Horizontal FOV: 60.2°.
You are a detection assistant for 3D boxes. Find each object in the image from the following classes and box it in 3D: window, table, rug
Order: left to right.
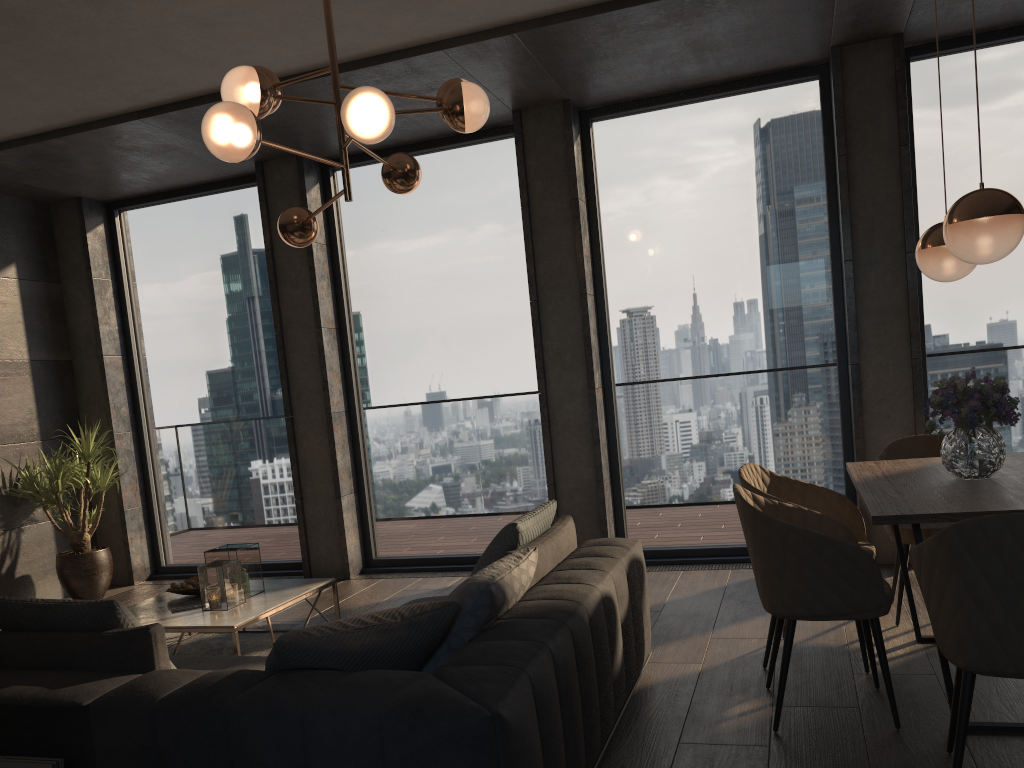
[{"bbox_3d":[-1.533,1.273,4.568,0.932,0.311,0.924,-5,0,18],"label":"table"},{"bbox_3d":[-1.186,1.399,4.222,3.149,0.020,1.718,-6,0,18],"label":"rug"},{"bbox_3d":[0.409,-0.258,5.953,7.279,3.023,0.197,-5,5,18],"label":"window"},{"bbox_3d":[1.723,0.732,3.304,0.770,0.774,1.457,-5,1,18],"label":"table"}]

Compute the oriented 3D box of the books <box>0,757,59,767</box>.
[{"bbox_3d":[-1.515,1.244,2.516,0.569,0.357,0.067,-5,5,18],"label":"books"}]

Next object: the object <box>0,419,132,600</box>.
[{"bbox_3d":[-3.241,0.923,6.393,0.945,1.370,1.025,-8,4,-41],"label":"object"}]

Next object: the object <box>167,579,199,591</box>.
[{"bbox_3d":[-1.686,1.093,4.750,0.324,0.072,0.276,-6,0,7],"label":"object"}]

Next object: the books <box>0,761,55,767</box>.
[{"bbox_3d":[-1.522,1.246,2.499,0.569,0.356,0.078,-5,5,18],"label":"books"}]

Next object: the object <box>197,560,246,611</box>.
[{"bbox_3d":[-1.440,0.997,4.380,0.150,0.222,0.147,-4,4,18],"label":"object"}]

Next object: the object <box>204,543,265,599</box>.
[{"bbox_3d":[-1.443,0.977,4.595,0.197,0.263,0.198,-4,3,18],"label":"object"}]

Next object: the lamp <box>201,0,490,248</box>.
[{"bbox_3d":[-0.616,-1.210,3.548,1.013,1.045,1.458,-6,2,-6],"label":"lamp"}]

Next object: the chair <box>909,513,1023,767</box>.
[{"bbox_3d":[1.416,0.726,2.440,0.556,0.842,0.506,-4,4,22],"label":"chair"}]

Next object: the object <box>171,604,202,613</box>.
[{"bbox_3d":[-1.606,1.118,4.414,0.180,0.012,0.046,-5,0,-21],"label":"object"}]

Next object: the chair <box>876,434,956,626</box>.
[{"bbox_3d":[2.000,0.674,4.169,0.556,0.842,0.506,-4,4,22],"label":"chair"}]

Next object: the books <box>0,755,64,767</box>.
[{"bbox_3d":[-1.507,1.243,2.529,0.569,0.358,0.062,-5,5,18],"label":"books"}]

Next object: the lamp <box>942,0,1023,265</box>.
[{"bbox_3d":[1.464,-1.160,2.801,0.239,1.555,0.237,-6,5,-6],"label":"lamp"}]

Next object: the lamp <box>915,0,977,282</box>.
[{"bbox_3d":[1.677,-1.179,3.463,0.239,1.555,0.237,-3,5,24],"label":"lamp"}]

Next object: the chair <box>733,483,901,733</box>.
[{"bbox_3d":[1.083,0.760,3.164,0.511,0.842,0.551,-5,4,12],"label":"chair"}]

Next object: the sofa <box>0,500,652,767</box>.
[{"bbox_3d":[-1.076,0.996,3.276,2.916,0.789,2.011,-5,1,18],"label":"sofa"}]

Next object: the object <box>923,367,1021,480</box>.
[{"bbox_3d":[1.691,0.141,3.232,0.327,0.412,0.297,-6,3,-12],"label":"object"}]

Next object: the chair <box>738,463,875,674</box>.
[{"bbox_3d":[1.265,0.744,3.744,0.511,0.842,0.550,-4,4,27],"label":"chair"}]

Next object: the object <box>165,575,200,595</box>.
[{"bbox_3d":[-1.678,1.090,4.749,0.346,0.084,0.346,-6,0,-5],"label":"object"}]
